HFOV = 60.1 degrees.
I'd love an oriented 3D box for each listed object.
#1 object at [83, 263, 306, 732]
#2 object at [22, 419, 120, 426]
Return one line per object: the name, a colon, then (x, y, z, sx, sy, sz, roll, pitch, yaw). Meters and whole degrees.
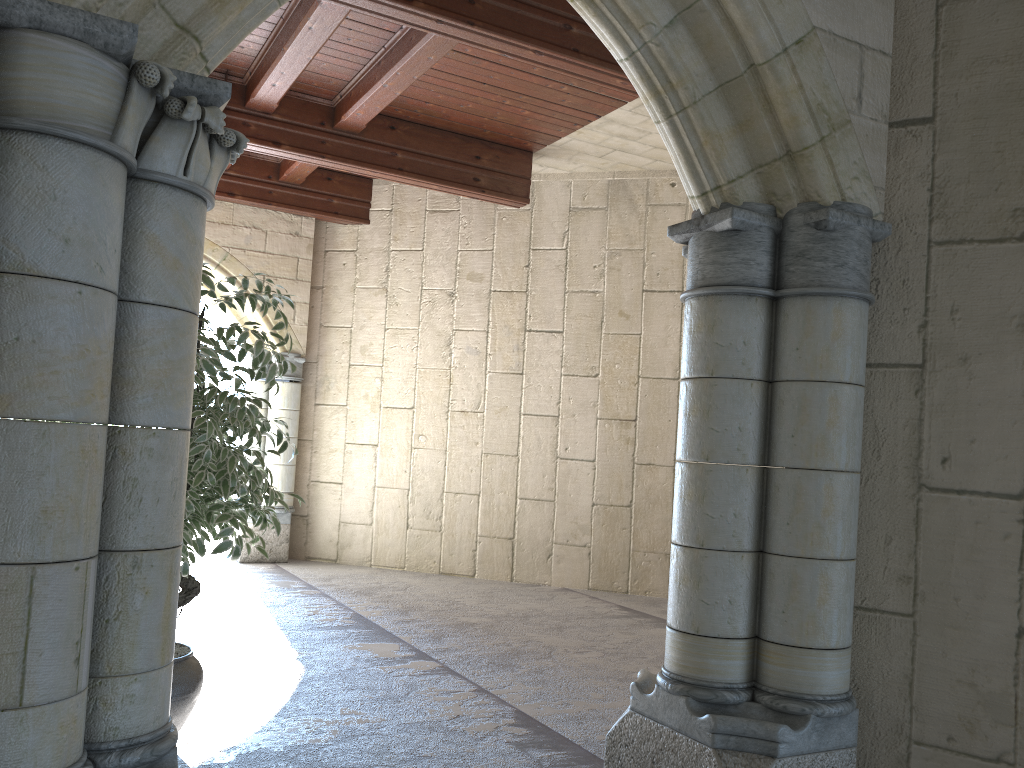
object: (-1.131, 0.404, 3.022, 0.787, 1.615, 0.752, 3, -2, 3)
object: (-2.911, 0.509, 5.866, 0.788, 1.615, 0.751, 5, -3, -32)
